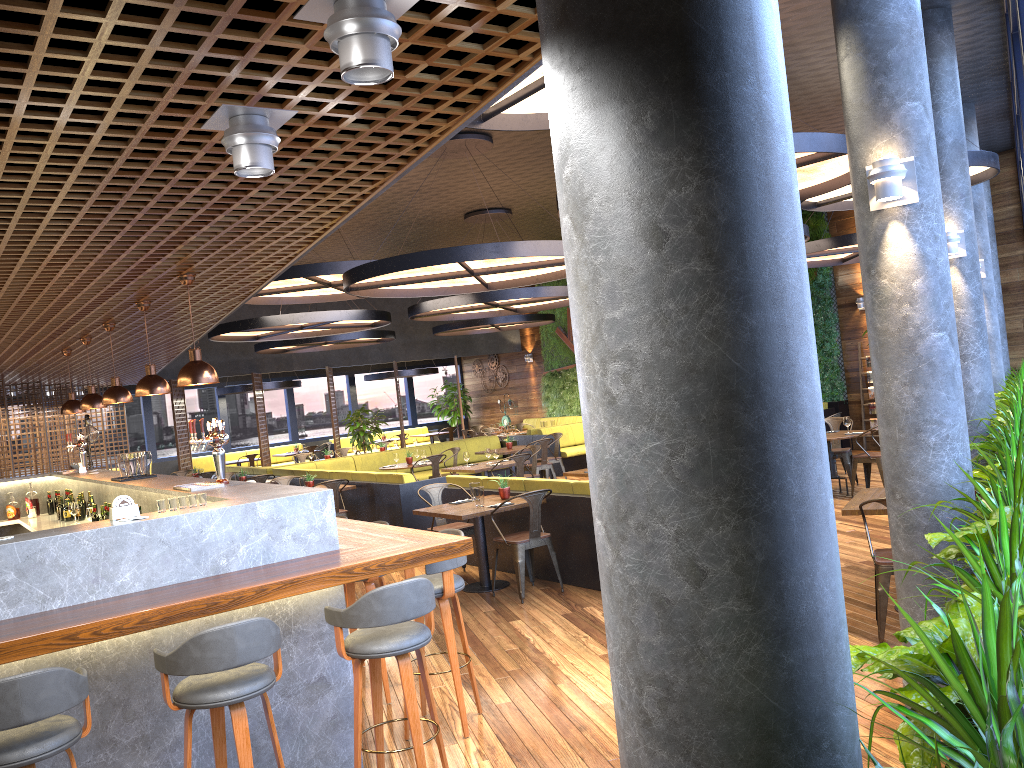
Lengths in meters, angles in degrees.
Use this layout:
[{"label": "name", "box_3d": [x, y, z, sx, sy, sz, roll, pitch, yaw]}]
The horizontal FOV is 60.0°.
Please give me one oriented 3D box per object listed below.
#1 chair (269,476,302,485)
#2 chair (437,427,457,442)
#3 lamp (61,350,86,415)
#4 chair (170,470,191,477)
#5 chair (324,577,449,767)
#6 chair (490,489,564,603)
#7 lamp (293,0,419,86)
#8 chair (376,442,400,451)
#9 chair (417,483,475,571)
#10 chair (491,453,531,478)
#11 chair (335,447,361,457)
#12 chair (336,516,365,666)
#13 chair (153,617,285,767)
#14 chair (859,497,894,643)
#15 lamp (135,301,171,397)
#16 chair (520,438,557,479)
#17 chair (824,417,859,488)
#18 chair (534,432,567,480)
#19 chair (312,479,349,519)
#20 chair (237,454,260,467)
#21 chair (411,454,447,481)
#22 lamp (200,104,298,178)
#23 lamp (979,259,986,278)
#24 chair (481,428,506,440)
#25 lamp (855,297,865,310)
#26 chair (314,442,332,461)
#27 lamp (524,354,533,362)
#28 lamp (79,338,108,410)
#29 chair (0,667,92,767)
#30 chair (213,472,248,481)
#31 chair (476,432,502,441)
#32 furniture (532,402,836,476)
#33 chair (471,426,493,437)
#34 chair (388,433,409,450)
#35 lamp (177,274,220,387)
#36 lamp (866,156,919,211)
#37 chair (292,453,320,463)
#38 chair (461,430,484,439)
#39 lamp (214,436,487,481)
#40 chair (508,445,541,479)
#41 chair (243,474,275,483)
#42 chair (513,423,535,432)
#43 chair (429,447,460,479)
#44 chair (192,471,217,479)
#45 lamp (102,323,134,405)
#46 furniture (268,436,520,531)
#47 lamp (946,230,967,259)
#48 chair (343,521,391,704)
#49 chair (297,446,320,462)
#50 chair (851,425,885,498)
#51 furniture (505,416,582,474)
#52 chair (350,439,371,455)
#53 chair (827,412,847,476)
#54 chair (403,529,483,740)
[{"label": "chair", "box_3d": [-2.950, 1.709, 11.962, 0.504, 0.917, 0.541, -6, 0, -34]}, {"label": "chair", "box_3d": [-1.669, 1.586, 23.237, 0.504, 0.917, 0.541, -6, 0, -34]}, {"label": "lamp", "box_3d": [-4.696, -0.022, 9.425, 0.250, 0.673, 0.250, -6, 0, -2]}, {"label": "chair", "box_3d": [-5.995, 2.052, 16.392, 0.504, 0.917, 0.541, -6, 0, -34]}, {"label": "chair", "box_3d": [-0.535, 1.363, 3.885, 0.483, 1.048, 0.438, -6, 0, -6]}, {"label": "chair", "box_3d": [0.110, 1.363, 7.657, 0.504, 0.917, 0.541, -6, 0, -34]}, {"label": "lamp", "box_3d": [-0.334, -0.778, 1.996, 0.228, 0.172, 0.228, -6, 0, -35]}, {"label": "chair", "box_3d": [-2.557, 1.676, 18.610, 0.504, 0.917, 0.541, -6, 0, -34]}, {"label": "chair", "box_3d": [-0.603, 1.444, 8.697, 0.504, 0.917, 0.541, -6, 0, -34]}, {"label": "chair", "box_3d": [0.019, 1.380, 11.723, 0.504, 0.917, 0.541, -6, 0, -34]}, {"label": "chair", "box_3d": [-3.294, 1.757, 18.098, 0.504, 0.917, 0.541, -6, 0, -34]}, {"label": "chair", "box_3d": [-1.286, 1.450, 6.005, 0.483, 1.048, 0.438, -6, 0, 27]}, {"label": "chair", "box_3d": [-1.094, 1.424, 3.497, 0.438, 1.048, 0.483, -6, 0, 27]}, {"label": "chair", "box_3d": [2.443, 1.102, 5.453, 0.504, 0.917, 0.541, -6, 0, 21]}, {"label": "lamp", "box_3d": [-2.630, -0.255, 6.412, 0.250, 0.673, 0.250, -6, 0, -2]}, {"label": "chair", "box_3d": [0.430, 1.339, 14.273, 0.504, 0.917, 0.541, -6, 0, -34]}, {"label": "chair", "box_3d": [4.249, 0.913, 11.657, 0.504, 0.917, 0.541, -6, 0, 28]}, {"label": "chair", "box_3d": [0.635, 1.318, 15.202, 0.541, 0.917, 0.504, -6, 0, -34]}, {"label": "chair", "box_3d": [-2.248, 1.629, 10.937, 0.504, 0.917, 0.541, -6, 0, -34]}, {"label": "chair", "box_3d": [-5.976, 2.057, 20.248, 0.504, 0.917, 0.541, -6, 0, -34]}, {"label": "chair", "box_3d": [-1.223, 1.520, 13.367, 0.504, 0.917, 0.541, -6, 0, -34]}, {"label": "lamp", "box_3d": [-0.791, -0.726, 2.693, 0.228, 0.172, 0.228, -6, 0, -35]}, {"label": "lamp", "box_3d": [5.342, -1.325, 10.262, 0.215, 0.215, 0.189, -6, 0, 33]}, {"label": "chair", "box_3d": [-0.362, 1.436, 19.840, 0.504, 0.917, 0.541, -6, 0, -34]}, {"label": "lamp", "box_3d": [6.053, -1.395, 15.385, 0.189, 0.215, 0.215, -6, 0, -35]}, {"label": "chair", "box_3d": [-4.696, 1.918, 21.970, 0.541, 0.917, 0.504, -6, 0, -34]}, {"label": "lamp", "box_3d": [0.418, -0.686, 23.617, 0.189, 0.215, 0.215, -6, 0, -35]}, {"label": "lamp", "box_3d": [-4.014, -0.099, 8.430, 0.250, 0.673, 0.250, -6, 0, -2]}, {"label": "chair", "box_3d": [-1.675, 1.488, 3.094, 0.438, 1.048, 0.483, -6, 0, 27]}, {"label": "chair", "box_3d": [-4.461, 1.879, 14.192, 0.504, 0.917, 0.541, -6, 0, -34]}, {"label": "chair", "box_3d": [-0.435, 1.442, 18.869, 0.541, 0.917, 0.504, -6, 0, -34]}, {"label": "furniture", "box_3d": [3.088, 1.053, 16.546, 3.372, 0.914, 4.503, -6, 0, -35]}, {"label": "chair", "box_3d": [-0.687, 1.475, 21.767, 0.504, 0.917, 0.541, -6, 0, -34]}, {"label": "chair", "box_3d": [-2.839, 1.714, 22.425, 0.504, 0.917, 0.541, -6, 0, -34]}, {"label": "lamp", "box_3d": [-1.957, -0.331, 5.430, 0.250, 0.673, 0.250, -6, 0, 43]}, {"label": "lamp", "box_3d": [1.745, -0.938, 4.115, 0.215, 0.215, 0.189, -6, 0, 34]}, {"label": "chair", "box_3d": [-4.036, 1.838, 17.583, 0.504, 0.917, 0.541, -6, 0, -34]}, {"label": "chair", "box_3d": [-0.861, 1.492, 20.739, 0.541, 0.917, 0.504, -6, 0, -34]}, {"label": "lamp", "box_3d": [-4.964, 1.035, 15.585, 9.057, 2.714, 3.017, -6, 0, -35]}, {"label": "chair", "box_3d": [0.188, 1.363, 12.689, 0.541, 0.917, 0.504, -6, 0, -34]}, {"label": "chair", "box_3d": [-3.758, 1.800, 13.166, 0.504, 0.917, 0.541, -6, 0, -34]}, {"label": "chair", "box_3d": [0.348, 1.358, 20.333, 0.504, 0.917, 0.541, -6, 0, -34]}, {"label": "chair", "box_3d": [-1.058, 1.503, 14.234, 0.541, 0.917, 0.504, -6, 0, -34]}, {"label": "chair", "box_3d": [-5.303, 1.974, 15.382, 0.504, 0.917, 0.541, -6, 0, -34]}, {"label": "lamp", "box_3d": [-3.363, -0.172, 7.481, 0.250, 0.673, 0.250, -6, 0, -2]}, {"label": "furniture", "box_3d": [-1.734, 1.583, 14.832, 4.895, 0.914, 7.462, -6, 0, -40]}, {"label": "lamp", "box_3d": [3.551, -1.132, 7.197, 0.215, 0.215, 0.189, -6, 0, 31]}, {"label": "chair", "box_3d": [-0.939, 1.410, 5.521, 0.483, 1.048, 0.438, -6, 0, 27]}, {"label": "chair", "box_3d": [-4.806, 1.929, 21.060, 0.504, 0.917, 0.541, -6, 0, -34]}, {"label": "chair", "box_3d": [4.411, 0.893, 10.716, 0.504, 0.917, 0.541, -6, 0, -44]}, {"label": "furniture", "box_3d": [0.474, 1.347, 20.364, 3.378, 0.916, 4.755, -6, 0, -35]}, {"label": "chair", "box_3d": [-3.817, 1.822, 22.654, 0.541, 0.917, 0.504, -6, 0, -34]}, {"label": "chair", "box_3d": [4.535, 0.883, 12.841, 0.541, 0.917, 0.504, -6, 0, 37]}, {"label": "chair", "box_3d": [-0.439, 1.354, 4.868, 0.483, 1.048, 0.438, -6, 0, 27]}]
